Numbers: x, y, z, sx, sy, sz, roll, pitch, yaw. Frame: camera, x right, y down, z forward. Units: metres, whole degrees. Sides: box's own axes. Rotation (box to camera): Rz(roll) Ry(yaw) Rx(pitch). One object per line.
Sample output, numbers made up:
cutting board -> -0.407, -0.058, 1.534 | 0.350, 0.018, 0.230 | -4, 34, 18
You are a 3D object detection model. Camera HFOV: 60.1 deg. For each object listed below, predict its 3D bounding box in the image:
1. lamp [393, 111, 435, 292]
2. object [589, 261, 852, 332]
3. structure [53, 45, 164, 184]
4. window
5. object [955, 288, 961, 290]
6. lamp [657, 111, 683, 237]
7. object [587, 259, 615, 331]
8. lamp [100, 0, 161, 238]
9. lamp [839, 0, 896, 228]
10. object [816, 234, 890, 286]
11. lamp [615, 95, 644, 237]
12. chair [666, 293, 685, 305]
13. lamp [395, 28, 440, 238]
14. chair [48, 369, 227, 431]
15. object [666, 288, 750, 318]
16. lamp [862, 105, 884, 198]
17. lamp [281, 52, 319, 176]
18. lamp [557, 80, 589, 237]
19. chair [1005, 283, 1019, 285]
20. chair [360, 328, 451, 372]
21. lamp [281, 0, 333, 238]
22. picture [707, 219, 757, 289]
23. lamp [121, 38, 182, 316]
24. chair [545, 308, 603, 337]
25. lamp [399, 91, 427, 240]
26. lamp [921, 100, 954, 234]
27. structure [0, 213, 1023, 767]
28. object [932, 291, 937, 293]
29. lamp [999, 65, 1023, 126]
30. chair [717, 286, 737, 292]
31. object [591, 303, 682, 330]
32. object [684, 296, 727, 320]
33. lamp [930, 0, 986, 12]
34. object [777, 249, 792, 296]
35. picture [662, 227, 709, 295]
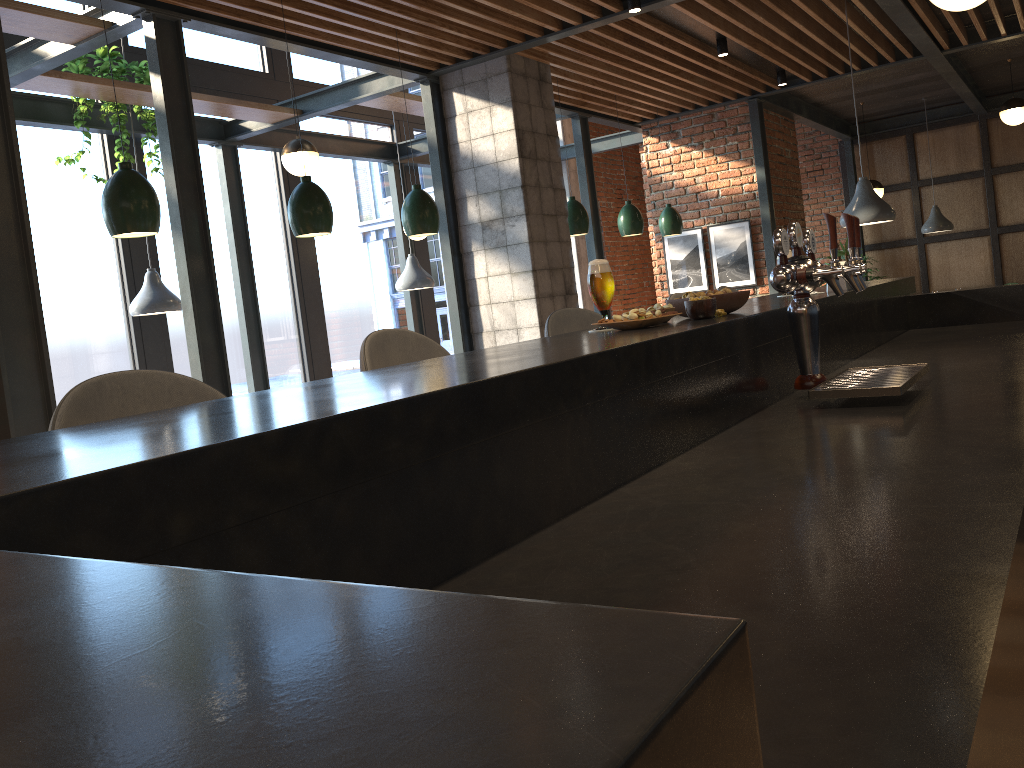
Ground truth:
lamp -> -1.130, -3.062, 7.777 | 0.353, 4.481, 0.353 | -7, 2, -5
object -> 0.746, -0.299, 2.795 | 0.321, 0.106, 1.517 | -4, 6, 36
structure -> -2.621, -1.820, 6.056 | 0.527, 0.922, 0.945 | -5, 4, 39
window -> -2.579, -2.287, 7.501 | 0.127, 5.587, 8.760 | -6, 4, 33
object -> 5.295, -1.068, 10.508 | 0.080, 0.138, 0.080 | -6, 3, 12
lamp -> 1.398, -2.414, 8.386 | 0.223, 2.018, 0.225 | -5, 3, 37
object -> 0.233, -0.233, 2.291 | 0.070, 0.182, 0.070 | -9, 3, -36
lamp -> -1.678, -1.613, 3.611 | 0.223, 2.018, 0.225 | -5, 3, 37
lamp -> 2.112, -3.294, 5.851 | 0.353, 4.481, 0.353 | -8, 2, -21
object -> 4.347, -1.124, 11.347 | 0.978, 1.719, 0.915 | -7, 3, -1
lamp -> 0.918, -2.289, 7.641 | 0.223, 2.018, 0.225 | -5, 3, 37
chair -> 0.899, 0.252, 3.304 | 0.506, 1.241, 0.420 | -5, 3, 39
lamp -> -0.652, -1.881, 5.204 | 0.223, 2.018, 0.225 | -5, 3, 37
chair -> -0.377, 0.579, 1.392 | 0.506, 1.241, 0.420 | -5, 3, 31
object -> 0.530, -0.220, 2.391 | 0.169, 0.072, 0.168 | -10, 6, -37
lamp -> 3.949, -3.973, 10.194 | 0.269, 3.787, 0.268 | -8, 2, -14
lamp -> -1.758, -3.393, 6.384 | 0.269, 3.787, 0.268 | -8, 2, -14
lamp -> 0.372, -2.147, 6.794 | 0.223, 2.018, 0.225 | -5, 3, 37
chair -> 5.712, -0.762, 10.488 | 0.514, 0.817, 0.640 | -7, 3, 8
chair -> -0.027, 0.465, 2.071 | 0.506, 1.241, 0.420 | -6, 3, 29
lamp -> -1.132, -1.755, 4.458 | 0.223, 2.018, 0.225 | -5, 3, 37
picture -> 2.131, -1.248, 8.587 | 0.429, 0.630, 0.015 | -5, 3, 33
lamp -> -2.751, -2.713, 6.091 | 0.354, 4.481, 0.352 | -9, 3, -41
chair -> 0.419, 0.366, 2.688 | 0.506, 1.241, 0.420 | -4, 4, 44
lamp -> -1.151, -3.292, 8.648 | 0.268, 3.787, 0.269 | -7, 2, 1
lamp -> 4.767, -4.023, 10.403 | 0.353, 4.481, 0.353 | -8, 2, -21
structure -> 1.413, 0.259, 1.630 | 2.911, 1.393, 4.942 | -4, 6, 33
object -> 5.010, -1.031, 10.488 | 0.080, 0.138, 0.080 | -6, 3, 12
lamp -> 4.809, -4.465, 8.783 | 0.268, 3.787, 0.269 | -7, 2, 13
chair -> 1.258, 0.142, 4.054 | 0.506, 1.241, 0.420 | -5, 3, 33
object -> 0.346, -0.170, 2.205 | 0.164, 0.052, 0.293 | -3, 6, 42
object -> 0.482, -0.193, 2.226 | 0.078, 0.060, 0.108 | -4, 6, 41
lamp -> 1.401, -3.225, 3.111 | 0.268, 3.787, 0.269 | -5, 3, 35
object -> 1.064, -0.434, 3.431 | 0.070, 0.177, 0.070 | -5, 3, 37
picture -> 1.730, -1.221, 8.850 | 0.429, 0.630, 0.015 | -5, 3, 33
